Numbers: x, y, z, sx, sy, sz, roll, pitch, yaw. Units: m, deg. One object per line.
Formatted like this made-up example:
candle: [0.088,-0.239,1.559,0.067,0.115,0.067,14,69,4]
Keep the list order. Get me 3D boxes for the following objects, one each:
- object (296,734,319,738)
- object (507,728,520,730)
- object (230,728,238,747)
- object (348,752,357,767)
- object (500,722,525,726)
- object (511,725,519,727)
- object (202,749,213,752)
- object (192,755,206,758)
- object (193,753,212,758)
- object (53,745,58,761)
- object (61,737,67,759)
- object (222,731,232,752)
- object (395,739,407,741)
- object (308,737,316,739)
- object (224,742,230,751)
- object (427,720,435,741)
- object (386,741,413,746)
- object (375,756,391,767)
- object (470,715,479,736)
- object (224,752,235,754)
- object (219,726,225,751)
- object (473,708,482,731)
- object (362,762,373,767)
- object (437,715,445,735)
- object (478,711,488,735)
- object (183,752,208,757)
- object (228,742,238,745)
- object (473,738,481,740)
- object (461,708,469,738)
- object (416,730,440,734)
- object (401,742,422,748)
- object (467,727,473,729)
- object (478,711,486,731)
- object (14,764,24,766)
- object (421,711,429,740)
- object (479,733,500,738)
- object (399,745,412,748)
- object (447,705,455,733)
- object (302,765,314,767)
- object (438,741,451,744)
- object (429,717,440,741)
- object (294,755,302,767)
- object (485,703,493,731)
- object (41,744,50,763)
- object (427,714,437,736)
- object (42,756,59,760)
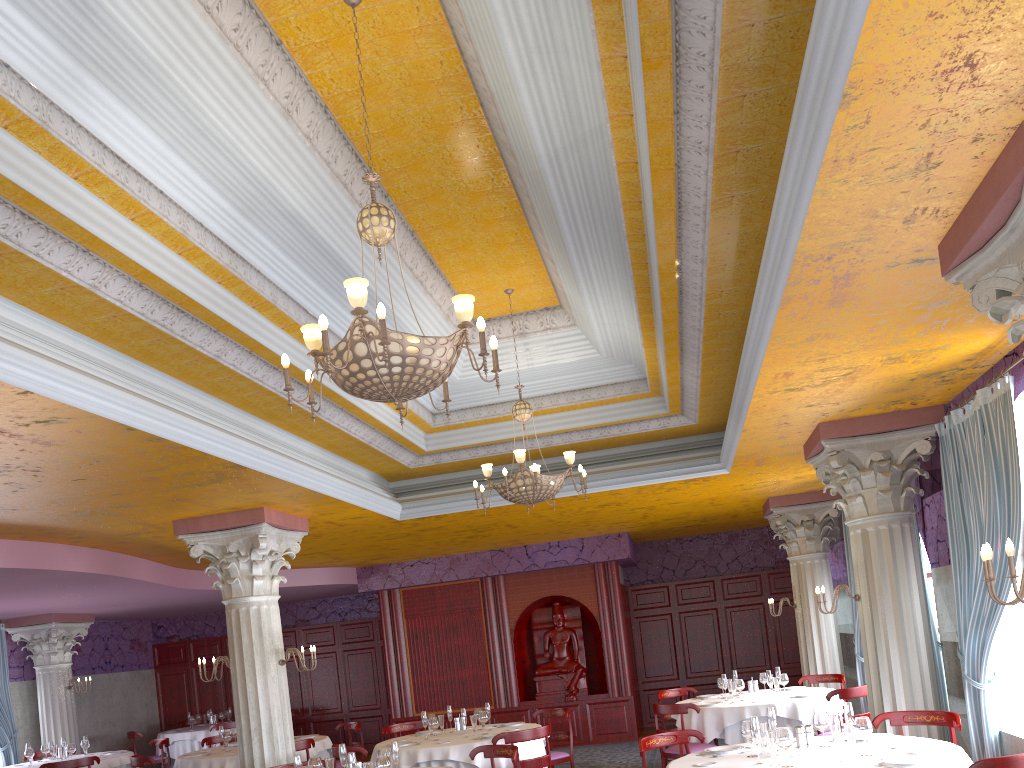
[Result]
object: [-2.865,4.952,12.023,0.315,0.023,0.324,-9,-17,10]
object: [0.017,4.034,10.002,0.159,0.009,0.164,-9,-17,10]
object: [-3.827,4.886,11.839,0.124,0.259,0.123,-8,-5,24]
object: [-1.196,2.949,6.465,0.073,0.330,0.075,-4,-3,-43]
object: [0.005,4.179,10.509,0.312,0.023,0.327,-4,-17,-9]
object: [0.088,4.126,10.345,0.232,0.013,0.028,5,-18,-34]
object: [-4.181,5.016,11.717,0.162,0.009,0.161,-16,-19,29]
object: [-4.009,4.798,11.043,0.253,0.003,0.023,5,-20,-34]
object: [-3.987,4.778,11.013,0.256,0.019,0.057,3,-18,-29]
object: [-6.894,5.562,12.910,0.085,0.233,0.087,-6,-4,-10]
object: [-6.797,5.526,12.989,0.074,0.330,0.075,-7,-2,2]
object: [-3.752,4.710,11.280,0.124,0.259,0.123,-8,-5,24]
object: [-1.311,4.242,10.204,0.158,0.009,0.166,3,-19,-28]
object: [-2.781,4.900,11.859,0.232,0.013,0.028,5,-18,-34]
object: [-3.799,4.761,11.386,0.085,0.233,0.087,-6,-4,-10]
object: [-0.930,3.987,9.872,0.085,0.233,0.087,-6,-4,-10]
object: [-1.262,4.065,9.654,0.315,0.023,0.324,-9,-17,10]
object: [-0.985,2.999,6.592,0.121,0.259,0.126,-5,-5,-21]
object: [-0.430,3.908,9.794,0.087,0.233,0.085,-9,-4,35]
object: [-3.619,4.723,10.949,0.158,0.009,0.166,-1,-17,-19]
object: [-3.882,4.752,11.490,0.073,0.330,0.075,-4,-3,-43]
object: [-0.401,4.074,10.404,0.122,0.259,0.124,-7,-5,2]
object: [-1.089,3.009,6.541,0.087,0.233,0.085,-9,-4,35]
object: [-0.850,4.129,10.375,0.087,0.233,0.085,-9,-4,35]
object: [-0.325,3.898,9.844,0.122,0.259,0.124,-7,-5,2]
object: [-4.131,4.838,11.167,0.315,0.023,0.324,-9,-17,10]
object: [-3.921,5.133,12.231,0.315,0.023,0.324,-9,-17,10]
object: [-0.368,3.884,9.362,0.027,0.013,0.242,3,-19,-33]
object: [-0.537,3.848,9.717,0.073,0.330,0.075,-4,-3,-43]
object: [-1.052,4.359,10.717,0.313,0.023,0.325,7,-21,-38]
object: [-1.117,4.005,9.499,0.256,0.019,0.057,3,-18,-29]
object: [-0.545,4.326,10.771,0.159,0.009,0.165,7,-21,-38]
object: [-0.350,4.049,10.297,0.086,0.233,0.086,-7,-4,13]
object: [-7.354,5.676,12.738,0.159,0.009,0.164,-9,-17,10]
object: [-1.012,3.978,9.976,0.073,0.330,0.075,-4,-3,-43]
object: [-0.205,3.884,9.446,0.315,0.023,0.324,-9,-17,10]
object: [-1.140,4.025,9.529,0.253,0.003,0.023,5,-20,-34]
object: [-0.753,4.093,10.455,0.073,0.330,0.075,-4,-3,-43]
object: [-1.541,3.038,6.514,0.122,0.259,0.124,-7,-5,2]
object: [-0.749,3.950,9.435,0.159,0.009,0.164,-9,-17,10]
object: [-0.882,3.937,9.766,0.122,0.259,0.124,-7,-5,2]
object: [-1.671,3.080,6.724,0.074,0.330,0.075,-7,-2,2]
object: [-0.278,3.962,10.196,0.073,0.330,0.075,-4,-3,-43]
object: [-7.001,5.546,12.860,0.121,0.259,0.125,-2,-6,-43]
object: [-0.957,4.112,10.326,0.122,0.259,0.124,-7,-5,2]
object: [-7.095,5.793,13.251,0.312,0.023,0.327,-4,-17,-9]
